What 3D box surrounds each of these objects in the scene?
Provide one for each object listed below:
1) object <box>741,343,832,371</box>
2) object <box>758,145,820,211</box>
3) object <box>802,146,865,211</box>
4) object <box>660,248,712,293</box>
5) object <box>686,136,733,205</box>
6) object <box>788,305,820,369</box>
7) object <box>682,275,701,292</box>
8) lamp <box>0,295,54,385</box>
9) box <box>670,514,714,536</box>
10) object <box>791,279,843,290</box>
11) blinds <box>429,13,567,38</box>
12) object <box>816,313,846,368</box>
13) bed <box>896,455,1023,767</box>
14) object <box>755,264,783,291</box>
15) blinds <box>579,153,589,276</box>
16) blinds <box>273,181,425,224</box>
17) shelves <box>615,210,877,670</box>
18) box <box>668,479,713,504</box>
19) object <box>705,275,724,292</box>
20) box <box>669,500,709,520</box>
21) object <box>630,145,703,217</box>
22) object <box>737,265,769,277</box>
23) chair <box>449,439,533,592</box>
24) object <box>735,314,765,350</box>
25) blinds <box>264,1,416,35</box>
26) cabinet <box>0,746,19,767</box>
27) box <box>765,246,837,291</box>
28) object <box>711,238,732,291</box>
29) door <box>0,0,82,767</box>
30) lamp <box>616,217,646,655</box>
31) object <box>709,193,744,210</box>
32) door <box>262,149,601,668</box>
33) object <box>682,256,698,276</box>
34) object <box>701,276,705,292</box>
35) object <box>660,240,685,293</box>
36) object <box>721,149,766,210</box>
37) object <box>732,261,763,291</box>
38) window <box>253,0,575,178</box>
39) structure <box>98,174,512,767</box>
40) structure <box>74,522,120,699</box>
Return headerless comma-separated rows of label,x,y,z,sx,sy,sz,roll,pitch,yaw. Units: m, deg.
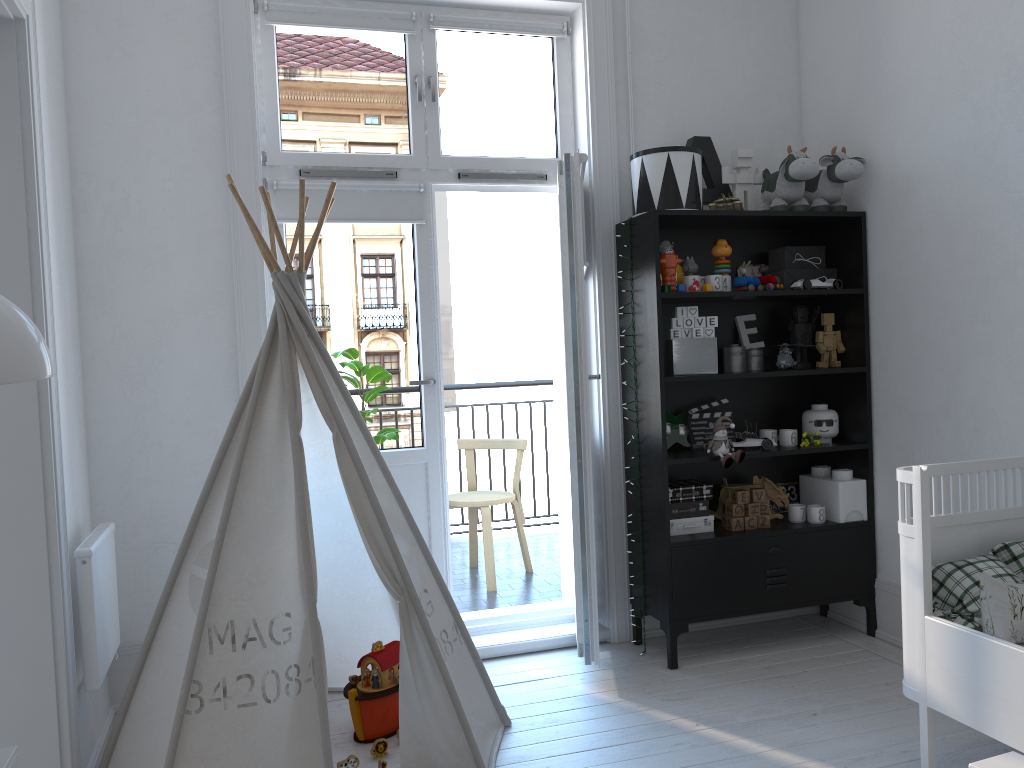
object,1.081,-0.109,3.530,0.367,0.106,0.349,-3,2,-15
object,1.070,-0.782,3.471,0.154,0.253,0.370,-3,2,-9
object,1.214,-0.789,3.520,0.211,0.253,0.386,-4,2,-33
object,0.603,-0.435,3.397,0.197,0.197,0.318,-3,2,-20
object,0.764,-0.821,3.582,0.343,0.344,0.057,-3,2,-17
object,1.191,-0.192,3.615,0.117,0.259,0.081,-3,2,-17
object,0.678,-0.373,3.347,0.067,0.067,0.067,-3,2,-16
lamp,-0.630,-0.312,0.625,0.200,0.656,0.651,-2,2,17
box,0.651,0.540,3.451,0.215,0.062,0.179,-3,2,-17
object,1.192,-0.389,3.479,0.230,0.048,0.098,-3,2,-27
blinds,-0.050,-1.425,3.529,0.565,0.060,0.032,-3,2,-17
object,1.282,-0.176,3.578,0.114,0.221,0.052,-3,2,-17
bed,1.567,0.623,1.886,0.670,0.833,1.403,-3,2,-17
object,1.008,-0.420,3.515,0.122,0.112,0.087,-1,2,44
blinds,0.269,-0.610,3.348,0.032,0.390,0.565,-2,2,3
blinds,-0.612,-0.688,3.372,0.565,0.158,0.032,-3,2,-17
shelves,0.932,0.185,3.510,0.911,1.678,0.353,-3,2,-17
box,0.645,0.418,3.449,0.215,0.062,0.179,-3,2,-17
object,0.766,-0.377,3.358,0.067,0.067,0.067,-3,2,-16
box,0.630,0.480,3.444,0.215,0.062,0.179,-3,2,-17
object,0.604,-0.768,3.457,0.272,0.259,0.394,-2,2,12
object,1.103,-0.435,3.707,0.347,0.132,0.037,-3,2,-17
chair,-0.161,0.657,4.633,0.436,0.716,0.498,-2,2,28
object,0.981,-0.214,3.664,0.107,0.151,0.055,-3,2,-17
blinds,-0.642,-1.381,3.349,0.565,0.087,0.032,-3,2,-17
cabinet,-0.658,0.765,0.812,0.182,0.454,0.970,-3,2,-17
box,1.182,-0.463,3.620,0.251,0.189,0.179,-3,2,-17
object,0.809,-0.453,3.410,0.077,0.213,0.077,-2,2,17
door,-1.314,0.076,2.064,0.505,2.178,1.465,-4,2,-32
lamp,0.889,0.182,3.563,0.985,1.685,0.095,-3,2,-19
object,0.824,-0.697,3.412,0.121,0.100,0.338,-2,2,18
door,-0.227,0.103,3.269,1.263,1.839,0.636,-3,2,-15
object,0.706,-0.425,3.508,0.063,0.160,0.063,-4,2,-38
object,0.717,-0.376,3.404,0.067,0.067,0.067,-4,2,-43
object,0.592,-0.437,3.320,0.105,0.203,0.072,-3,2,-9
object,0.939,-0.802,3.604,0.190,0.291,0.065,-3,2,-12
object,0.915,-0.415,3.443,0.121,0.126,0.087,-4,2,-40
window,-0.346,-1.148,3.465,1.263,0.660,0.101,-3,2,-17
structure,-0.623,0.249,2.595,1.142,1.750,1.143,-4,2,-41
structure,-1.264,0.679,2.739,0.075,0.460,0.635,-3,2,-20
